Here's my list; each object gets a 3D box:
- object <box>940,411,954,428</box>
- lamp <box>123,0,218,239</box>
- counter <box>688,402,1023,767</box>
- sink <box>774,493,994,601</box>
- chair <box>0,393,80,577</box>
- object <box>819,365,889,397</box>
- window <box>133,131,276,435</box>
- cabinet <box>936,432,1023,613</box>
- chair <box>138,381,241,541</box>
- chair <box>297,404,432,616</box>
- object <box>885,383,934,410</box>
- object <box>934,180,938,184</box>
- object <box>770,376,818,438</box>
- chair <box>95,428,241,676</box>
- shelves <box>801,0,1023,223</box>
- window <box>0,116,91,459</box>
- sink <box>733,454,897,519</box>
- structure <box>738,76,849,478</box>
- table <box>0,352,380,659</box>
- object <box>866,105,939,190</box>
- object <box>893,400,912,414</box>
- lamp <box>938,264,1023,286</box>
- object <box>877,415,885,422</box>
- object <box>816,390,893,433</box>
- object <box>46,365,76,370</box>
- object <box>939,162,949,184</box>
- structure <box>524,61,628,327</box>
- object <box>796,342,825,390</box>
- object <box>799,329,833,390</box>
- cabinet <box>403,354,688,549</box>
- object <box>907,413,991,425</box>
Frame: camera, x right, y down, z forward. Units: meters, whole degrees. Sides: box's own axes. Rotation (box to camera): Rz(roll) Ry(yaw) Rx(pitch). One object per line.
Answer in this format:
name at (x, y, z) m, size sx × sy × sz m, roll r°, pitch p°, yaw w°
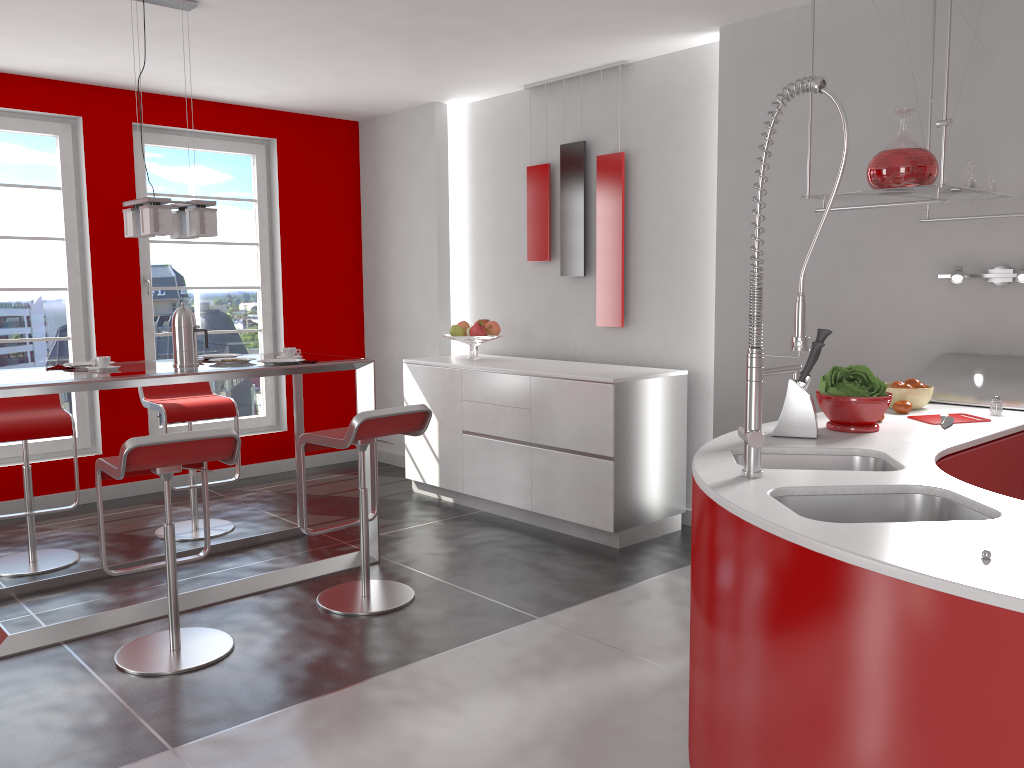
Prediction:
object at (1.456, 0.117, 2.966) m, size 0.041 × 0.008 × 0.375 m, roll 2°, pitch 7°, yaw 24°
lamp at (-1.523, -1.165, 3.895) m, size 0.304 × 1.025 × 0.304 m, roll -6°, pitch 8°, yaw -42°
counter at (1.356, 0.641, 2.326) m, size 1.868 × 0.880 × 2.865 m, roll -1°, pitch 6°, yaw -8°
sink at (0.781, 0.357, 1.899) m, size 0.428 × 0.172 × 0.326 m, roll -1°, pitch 6°, yaw -3°
chair at (-2.389, 0.460, 4.368) m, size 0.418 × 0.857 × 0.460 m, roll -5°, pitch 8°, yaw -34°
object at (1.079, 0.034, 2.814) m, size 0.198 × 0.182 × 0.193 m, roll -5°, pitch 8°, yaw -36°
window at (-2.114, -0.669, 6.173) m, size 0.938 × 2.038 × 0.117 m, roll -6°, pitch 8°, yaw -42°
cabinet at (1.583, 0.591, 2.471) m, size 1.025 × 0.761 × 1.875 m, roll 0°, pitch 6°, yaw 3°
chair at (-1.790, 0.393, 4.934) m, size 0.418 × 0.857 × 0.460 m, roll -6°, pitch 8°, yaw -39°
chair at (-0.623, 0.508, 3.798) m, size 0.460 × 0.857 × 0.418 m, roll 5°, pitch 9°, yaw 43°
object at (1.457, 0.049, 3.300) m, size 0.201 × 0.086 × 0.201 m, roll -6°, pitch 8°, yaw -41°
object at (1.482, -0.716, 3.130) m, size 0.060 × 0.141 × 0.060 m, roll -6°, pitch 8°, yaw -42°
object at (0.864, 0.068, 2.710) m, size 0.137 × 0.178 × 0.091 m, roll 2°, pitch 7°, yaw 21°
chair at (-1.246, 0.574, 3.244) m, size 0.418 × 0.857 × 0.460 m, roll -5°, pitch 8°, yaw -37°
shelves at (1.445, -1.094, 2.999) m, size 0.934 × 1.023 × 0.462 m, roll -6°, pitch 8°, yaw -42°
window at (-3.077, -0.565, 5.306) m, size 0.938 × 2.038 × 0.117 m, roll -6°, pitch 8°, yaw -42°
sink at (0.805, 0.303, 2.382) m, size 0.428 × 0.172 × 0.326 m, roll 0°, pitch 6°, yaw 9°
structure at (0.643, -0.233, 2.095) m, size 0.178 × 0.920 × 0.308 m, roll 0°, pitch 6°, yaw 1°
table at (-1.550, 0.418, 4.033) m, size 1.700 × 1.000 × 0.800 m, roll -6°, pitch 8°, yaw -42°
object at (1.246, -0.743, 2.828) m, size 0.213 × 0.266 × 0.213 m, roll -2°, pitch 6°, yaw -14°
object at (1.394, 0.083, 3.168) m, size 0.065 × 0.047 × 0.063 m, roll -6°, pitch 8°, yaw -42°
lamp at (1.873, -0.421, 3.444) m, size 0.155 × 0.081 × 0.454 m, roll -6°, pitch 8°, yaw -42°
object at (1.219, 0.103, 2.982) m, size 0.063 × 0.048 × 0.064 m, roll 3°, pitch 7°, yaw 26°
object at (1.087, 0.086, 2.827) m, size 0.228 × 0.118 × 0.229 m, roll 2°, pitch 7°, yaw 19°
object at (-2.007, -0.073, 3.905) m, size 0.095 × 0.012 × 0.234 m, roll -6°, pitch 9°, yaw -43°
object at (1.555, -0.724, 3.197) m, size 0.060 × 0.141 × 0.060 m, roll -6°, pitch 8°, yaw -42°
structure at (0.370, -1.108, 5.386) m, size 0.040 × 1.503 × 0.820 m, roll -6°, pitch 8°, yaw -42°
object at (0.871, 0.011, 2.670) m, size 0.130 × 0.279 × 0.012 m, roll 2°, pitch 7°, yaw 19°
object at (0.889, -0.007, 2.691) m, size 0.150 × 0.322 × 0.014 m, roll 2°, pitch 7°, yaw 19°
cabinet at (0.129, 0.320, 5.335) m, size 0.610 × 0.880 × 1.802 m, roll -6°, pitch 8°, yaw -42°
object at (1.484, 0.118, 3.015) m, size 0.266 × 0.006 × 0.168 m, roll -2°, pitch 7°, yaw -15°
